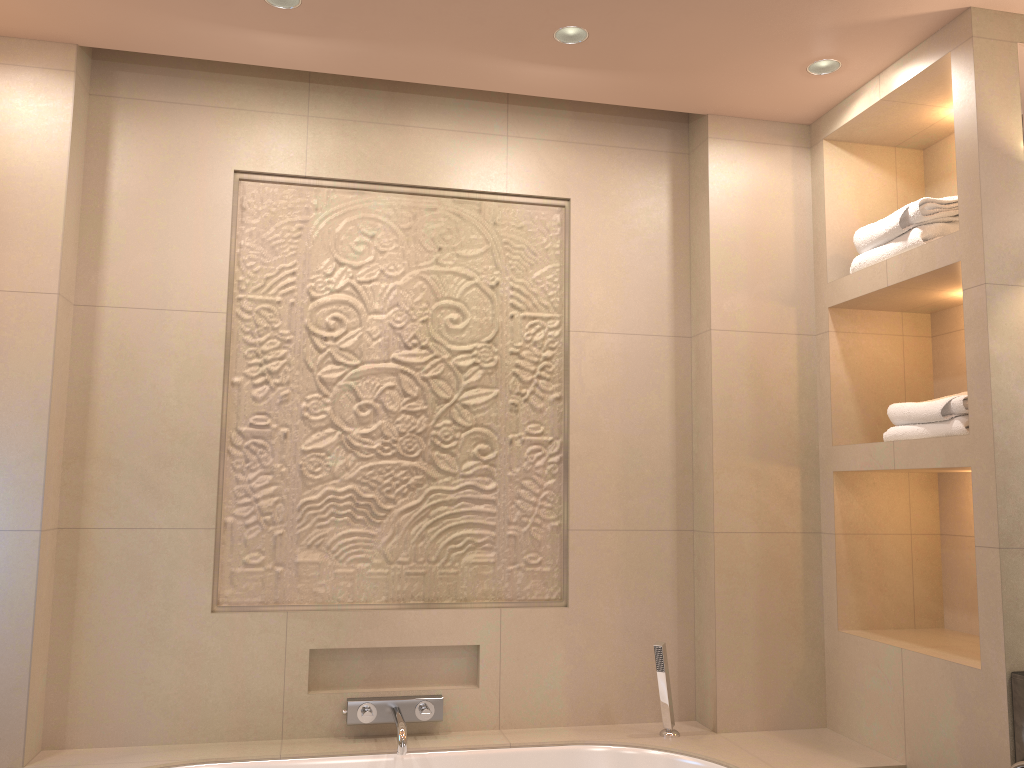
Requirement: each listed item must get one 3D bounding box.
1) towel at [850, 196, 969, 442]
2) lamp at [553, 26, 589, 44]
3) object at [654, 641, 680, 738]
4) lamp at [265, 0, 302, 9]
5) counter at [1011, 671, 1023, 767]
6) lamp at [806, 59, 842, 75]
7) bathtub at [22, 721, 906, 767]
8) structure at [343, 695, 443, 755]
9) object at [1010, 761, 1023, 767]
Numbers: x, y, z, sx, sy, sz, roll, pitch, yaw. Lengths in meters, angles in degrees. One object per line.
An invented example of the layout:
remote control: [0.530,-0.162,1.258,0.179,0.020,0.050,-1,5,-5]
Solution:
towel: [-0.207,-0.245,2.264,3.195,0.726,0.517,2,-7,-12]
lamp: [0.162,-0.988,2.431,0.097,0.069,0.097,3,-7,-16]
object: [0.459,0.910,2.650,0.059,0.280,0.114,-4,-8,32]
lamp: [-0.586,-1.017,2.269,0.097,0.069,0.097,0,-7,4]
counter: [1.507,1.026,1.412,0.543,0.858,1.330,2,-7,-12]
lamp: [0.911,-0.958,2.594,0.097,0.069,0.097,6,-8,-35]
bathtub: [-0.240,1.245,2.078,2.662,0.540,1.060,2,-7,-12]
structure: [-0.327,0.962,2.507,0.290,0.097,0.259,2,-7,-12]
object: [1.141,0.901,1.893,0.074,0.226,0.203,2,-7,-12]
